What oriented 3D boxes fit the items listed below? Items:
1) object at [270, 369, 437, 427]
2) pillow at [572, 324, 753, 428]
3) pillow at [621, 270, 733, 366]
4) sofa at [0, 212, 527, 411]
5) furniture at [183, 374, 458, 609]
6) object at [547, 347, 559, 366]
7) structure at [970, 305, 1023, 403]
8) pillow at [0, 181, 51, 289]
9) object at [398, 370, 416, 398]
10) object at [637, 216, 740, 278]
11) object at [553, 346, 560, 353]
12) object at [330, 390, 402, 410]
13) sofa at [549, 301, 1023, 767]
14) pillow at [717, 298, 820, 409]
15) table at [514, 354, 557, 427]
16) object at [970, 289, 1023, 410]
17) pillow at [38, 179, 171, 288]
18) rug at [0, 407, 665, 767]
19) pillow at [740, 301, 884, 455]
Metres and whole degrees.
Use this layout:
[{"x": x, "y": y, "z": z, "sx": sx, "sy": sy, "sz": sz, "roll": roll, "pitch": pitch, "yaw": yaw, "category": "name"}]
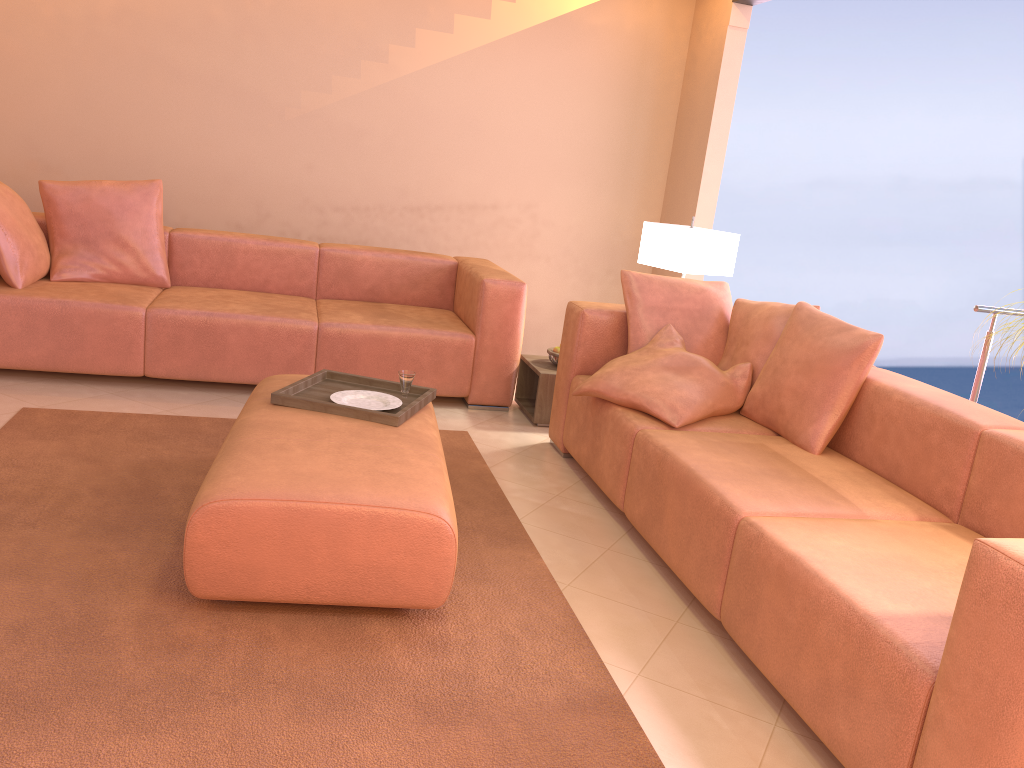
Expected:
[{"x": -0.526, "y": 0.040, "z": 3.029, "sx": 0.436, "sy": 0.034, "sz": 0.421, "roll": 10, "pitch": 14, "yaw": 10, "category": "object"}, {"x": 0.586, "y": -0.049, "z": 3.371, "sx": 0.514, "sy": 0.292, "sz": 0.517, "roll": -6, "pitch": 19, "yaw": -44, "category": "pillow"}, {"x": 0.715, "y": -0.212, "z": 3.723, "sx": 0.519, "sy": 0.455, "sz": 0.314, "roll": 3, "pitch": 14, "yaw": -18, "category": "pillow"}, {"x": -1.378, "y": -0.390, "z": 4.491, "sx": 2.781, "sy": 0.672, "sz": 0.943, "roll": 4, "pitch": 14, "yaw": -15, "category": "sofa"}, {"x": -0.559, "y": 0.258, "z": 2.815, "sx": 0.685, "sy": 0.301, "sz": 1.291, "roll": 5, "pitch": 14, "yaw": -10, "category": "furniture"}, {"x": 0.288, "y": -0.123, "z": 4.425, "sx": 0.235, "sy": 0.071, "sz": 0.235, "roll": 2, "pitch": 14, "yaw": -22, "category": "object"}, {"x": 3.007, "y": 0.528, "z": 1.766, "sx": 1.663, "sy": 0.541, "sz": 4.176, "roll": 4, "pitch": 14, "yaw": -15, "category": "structure"}, {"x": -2.343, "y": -0.705, "z": 4.125, "sx": 0.335, "sy": 0.486, "sz": 0.554, "roll": 3, "pitch": 14, "yaw": -18, "category": "pillow"}, {"x": -0.375, "y": 0.003, "z": 3.127, "sx": 0.061, "sy": 0.091, "sz": 0.061, "roll": 0, "pitch": 15, "yaw": -30, "category": "object"}, {"x": 0.856, "y": -0.450, "z": 4.517, "sx": 0.344, "sy": 0.799, "sz": 0.344, "roll": -2, "pitch": 16, "yaw": -35, "category": "object"}, {"x": 0.229, "y": -0.161, "z": 4.394, "sx": 0.045, "sy": 0.047, "sz": 0.055, "roll": -3, "pitch": 17, "yaw": -37, "category": "object"}, {"x": -0.489, "y": 0.061, "z": 2.976, "sx": 0.240, "sy": 0.018, "sz": 0.240, "roll": 18, "pitch": 17, "yaw": 38, "category": "object"}, {"x": 0.948, "y": 0.315, "z": 2.813, "sx": 0.943, "sy": 0.672, "sz": 2.781, "roll": 4, "pitch": 14, "yaw": -15, "category": "sofa"}, {"x": 0.964, "y": -0.130, "z": 3.488, "sx": 0.255, "sy": 0.446, "sz": 0.492, "roll": -1, "pitch": 16, "yaw": -31, "category": "pillow"}, {"x": 0.516, "y": 0.056, "z": 4.533, "sx": 0.918, "sy": 0.268, "sz": 0.412, "roll": 4, "pitch": 14, "yaw": -15, "category": "table"}, {"x": 1.956, "y": 0.153, "z": 3.136, "sx": 0.729, "sy": 1.088, "sz": 0.703, "roll": -6, "pitch": 19, "yaw": -45, "category": "object"}, {"x": -2.010, "y": -0.767, "z": 4.389, "sx": 0.582, "sy": 0.528, "sz": 0.302, "roll": -1, "pitch": 16, "yaw": -31, "category": "pillow"}, {"x": -0.791, "y": 0.491, "z": 2.575, "sx": 1.833, "sy": 0.005, "sz": 2.626, "roll": 4, "pitch": 14, "yaw": -15, "category": "rug"}, {"x": 1.049, "y": -0.029, "z": 3.119, "sx": 0.211, "sy": 0.468, "sz": 0.470, "roll": 3, "pitch": 14, "yaw": -19, "category": "pillow"}]
